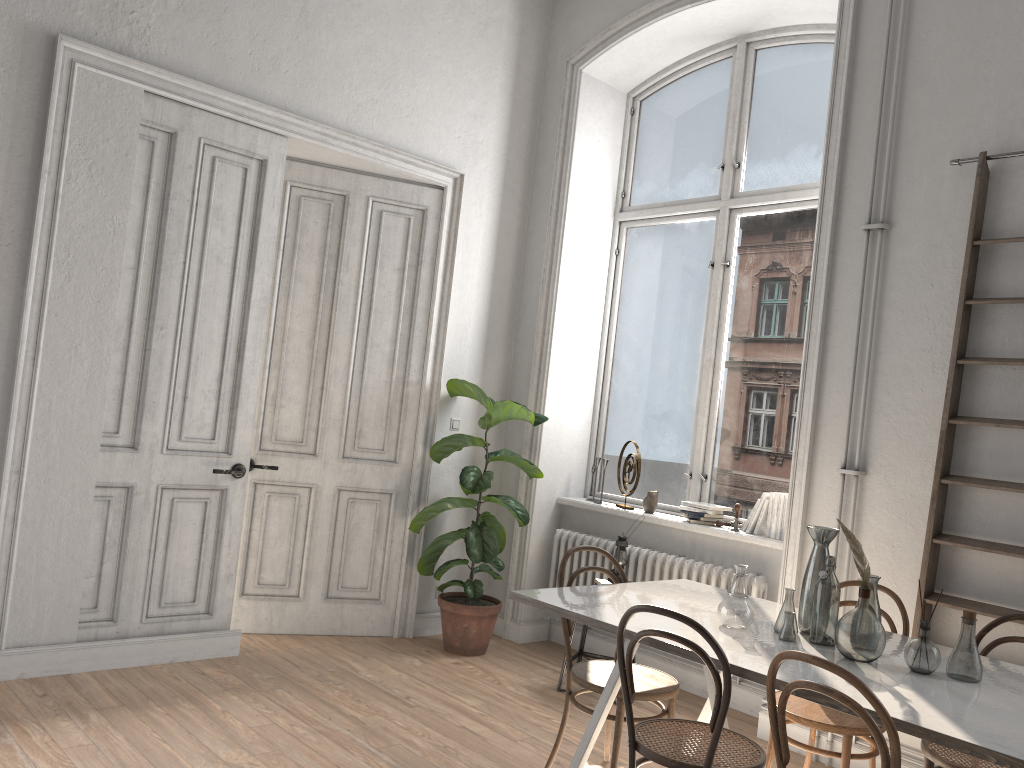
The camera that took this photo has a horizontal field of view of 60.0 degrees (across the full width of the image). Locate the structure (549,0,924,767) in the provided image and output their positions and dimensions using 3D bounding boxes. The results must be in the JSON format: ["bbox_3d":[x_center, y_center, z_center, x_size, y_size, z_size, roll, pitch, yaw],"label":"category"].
[{"bbox_3d":[2.166,-0.421,3.840,0.340,4.473,5.180,8,-2,-42],"label":"structure"}]

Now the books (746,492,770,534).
[{"bbox_3d":[1.389,0.711,4.882,0.174,0.235,0.100,8,-2,-42],"label":"books"}]

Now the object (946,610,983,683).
[{"bbox_3d":[1.425,0.817,2.780,0.101,0.211,0.101,6,-2,-3],"label":"object"}]

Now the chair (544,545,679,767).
[{"bbox_3d":[0.425,1.166,3.623,0.438,0.920,0.549,7,-2,-34],"label":"chair"}]

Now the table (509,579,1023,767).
[{"bbox_3d":[1.089,1.284,2.915,1.101,0.779,2.199,8,-3,-42],"label":"table"}]

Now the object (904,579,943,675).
[{"bbox_3d":[1.306,0.769,2.804,0.106,0.283,0.107,5,-2,43],"label":"object"}]

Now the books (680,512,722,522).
[{"bbox_3d":[1.103,0.775,5.164,0.155,0.022,0.205,7,-2,-22],"label":"books"}]

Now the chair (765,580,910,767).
[{"bbox_3d":[1.264,1.254,3.484,0.549,0.920,0.437,8,-2,-44],"label":"chair"}]

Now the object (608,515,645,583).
[{"bbox_3d":[0.627,0.902,4.894,0.163,0.383,0.154,6,-2,21],"label":"object"}]

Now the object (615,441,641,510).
[{"bbox_3d":[0.736,0.570,5.578,0.087,0.425,0.347,7,-2,-10],"label":"object"}]

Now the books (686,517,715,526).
[{"bbox_3d":[1.099,0.798,5.170,0.147,0.023,0.221,6,-2,7],"label":"books"}]

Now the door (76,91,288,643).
[{"bbox_3d":[-1.798,-0.007,4.463,1.097,2.813,0.216,8,-2,-41],"label":"door"}]

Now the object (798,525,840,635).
[{"bbox_3d":[1.107,0.711,3.212,0.116,0.383,0.116,7,-2,-31],"label":"object"}]

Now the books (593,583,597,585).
[{"bbox_3d":[0.572,1.123,4.877,0.232,0.029,0.163,6,-2,19],"label":"books"}]

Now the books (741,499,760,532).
[{"bbox_3d":[1.363,0.730,4.913,0.155,0.194,0.105,8,-2,-43],"label":"books"}]

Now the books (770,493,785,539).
[{"bbox_3d":[1.463,0.713,4.787,0.175,0.243,0.024,8,-2,-42],"label":"books"}]

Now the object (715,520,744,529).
[{"bbox_3d":[1.229,0.794,5.031,0.153,0.048,0.088,6,-2,-2],"label":"object"}]

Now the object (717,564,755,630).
[{"bbox_3d":[0.809,0.759,3.173,0.132,0.219,0.132,5,-2,37],"label":"object"}]

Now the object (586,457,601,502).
[{"bbox_3d":[0.550,0.627,5.828,0.095,0.289,0.095,7,-2,-11],"label":"object"}]

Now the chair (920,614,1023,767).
[{"bbox_3d":[1.706,1.290,3.113,0.549,0.920,0.437,8,-2,-35],"label":"chair"}]

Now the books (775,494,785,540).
[{"bbox_3d":[1.485,0.715,4.776,0.174,0.243,0.019,8,-2,-42],"label":"books"}]

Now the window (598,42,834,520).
[{"bbox_3d":[1.286,-0.638,5.441,0.013,2.842,1.622,8,-2,-42],"label":"window"}]

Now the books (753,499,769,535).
[{"bbox_3d":[1.405,0.729,4.864,0.155,0.203,0.072,8,-2,-42],"label":"books"}]

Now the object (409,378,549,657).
[{"bbox_3d":[1.338,0.792,3.354,0.792,1.842,5.825,8,-2,-37],"label":"object"}]

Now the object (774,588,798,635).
[{"bbox_3d":[0.984,0.810,3.163,0.083,0.158,0.083,5,-2,43],"label":"object"}]

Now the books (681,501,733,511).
[{"bbox_3d":[1.132,0.710,5.153,0.174,0.019,0.243,8,-2,-32],"label":"books"}]

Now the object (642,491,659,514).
[{"bbox_3d":[0.847,0.719,5.429,0.100,0.142,0.102,6,-2,22],"label":"object"}]

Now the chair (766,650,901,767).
[{"bbox_3d":[0.936,1.179,2.400,0.549,0.920,0.437,7,-2,-31],"label":"chair"}]

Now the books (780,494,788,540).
[{"bbox_3d":[1.511,0.718,4.773,0.174,0.243,0.019,8,-2,-42],"label":"books"}]

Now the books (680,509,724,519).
[{"bbox_3d":[1.106,0.753,5.162,0.147,0.023,0.221,7,-2,-26],"label":"books"}]

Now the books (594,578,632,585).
[{"bbox_3d":[0.576,1.101,4.877,0.221,0.027,0.147,7,-2,-10],"label":"books"}]

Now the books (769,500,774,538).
[{"bbox_3d":[1.454,0.732,4.809,0.155,0.205,0.020,8,-2,-42],"label":"books"}]

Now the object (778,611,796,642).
[{"bbox_3d":[0.952,0.834,3.054,0.058,0.094,0.058,7,-2,-14],"label":"object"}]

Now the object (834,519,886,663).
[{"bbox_3d":[1.145,0.672,2.878,0.157,0.446,0.156,7,-2,-24],"label":"object"}]

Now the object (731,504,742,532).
[{"bbox_3d":[1.251,0.741,4.932,0.048,0.153,0.088,6,-2,18],"label":"object"}]

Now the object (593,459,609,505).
[{"bbox_3d":[0.586,0.627,5.703,0.095,0.289,0.095,7,-2,-20],"label":"object"}]

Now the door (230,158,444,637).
[{"bbox_3d":[-1.057,0.108,5.368,1.097,2.813,0.216,7,-2,-17],"label":"door"}]

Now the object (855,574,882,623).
[{"bbox_3d":[1.213,0.781,3.027,0.098,0.255,0.100,6,-2,25],"label":"object"}]

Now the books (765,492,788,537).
[{"bbox_3d":[1.454,0.714,4.843,0.175,0.243,0.024,8,-2,-42],"label":"books"}]

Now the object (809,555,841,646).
[{"bbox_3d":[1.087,0.745,3.062,0.086,0.301,0.086,5,-2,33],"label":"object"}]

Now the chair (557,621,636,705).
[{"bbox_3d":[0.493,1.416,4.866,0.364,0.522,0.360,6,-2,21],"label":"chair"}]

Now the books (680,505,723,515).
[{"bbox_3d":[1.101,0.732,5.153,0.205,0.020,0.155,5,-3,38],"label":"books"}]

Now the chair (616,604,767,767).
[{"bbox_3d":[0.570,1.155,2.857,0.437,0.920,0.549,5,-2,43],"label":"chair"}]
